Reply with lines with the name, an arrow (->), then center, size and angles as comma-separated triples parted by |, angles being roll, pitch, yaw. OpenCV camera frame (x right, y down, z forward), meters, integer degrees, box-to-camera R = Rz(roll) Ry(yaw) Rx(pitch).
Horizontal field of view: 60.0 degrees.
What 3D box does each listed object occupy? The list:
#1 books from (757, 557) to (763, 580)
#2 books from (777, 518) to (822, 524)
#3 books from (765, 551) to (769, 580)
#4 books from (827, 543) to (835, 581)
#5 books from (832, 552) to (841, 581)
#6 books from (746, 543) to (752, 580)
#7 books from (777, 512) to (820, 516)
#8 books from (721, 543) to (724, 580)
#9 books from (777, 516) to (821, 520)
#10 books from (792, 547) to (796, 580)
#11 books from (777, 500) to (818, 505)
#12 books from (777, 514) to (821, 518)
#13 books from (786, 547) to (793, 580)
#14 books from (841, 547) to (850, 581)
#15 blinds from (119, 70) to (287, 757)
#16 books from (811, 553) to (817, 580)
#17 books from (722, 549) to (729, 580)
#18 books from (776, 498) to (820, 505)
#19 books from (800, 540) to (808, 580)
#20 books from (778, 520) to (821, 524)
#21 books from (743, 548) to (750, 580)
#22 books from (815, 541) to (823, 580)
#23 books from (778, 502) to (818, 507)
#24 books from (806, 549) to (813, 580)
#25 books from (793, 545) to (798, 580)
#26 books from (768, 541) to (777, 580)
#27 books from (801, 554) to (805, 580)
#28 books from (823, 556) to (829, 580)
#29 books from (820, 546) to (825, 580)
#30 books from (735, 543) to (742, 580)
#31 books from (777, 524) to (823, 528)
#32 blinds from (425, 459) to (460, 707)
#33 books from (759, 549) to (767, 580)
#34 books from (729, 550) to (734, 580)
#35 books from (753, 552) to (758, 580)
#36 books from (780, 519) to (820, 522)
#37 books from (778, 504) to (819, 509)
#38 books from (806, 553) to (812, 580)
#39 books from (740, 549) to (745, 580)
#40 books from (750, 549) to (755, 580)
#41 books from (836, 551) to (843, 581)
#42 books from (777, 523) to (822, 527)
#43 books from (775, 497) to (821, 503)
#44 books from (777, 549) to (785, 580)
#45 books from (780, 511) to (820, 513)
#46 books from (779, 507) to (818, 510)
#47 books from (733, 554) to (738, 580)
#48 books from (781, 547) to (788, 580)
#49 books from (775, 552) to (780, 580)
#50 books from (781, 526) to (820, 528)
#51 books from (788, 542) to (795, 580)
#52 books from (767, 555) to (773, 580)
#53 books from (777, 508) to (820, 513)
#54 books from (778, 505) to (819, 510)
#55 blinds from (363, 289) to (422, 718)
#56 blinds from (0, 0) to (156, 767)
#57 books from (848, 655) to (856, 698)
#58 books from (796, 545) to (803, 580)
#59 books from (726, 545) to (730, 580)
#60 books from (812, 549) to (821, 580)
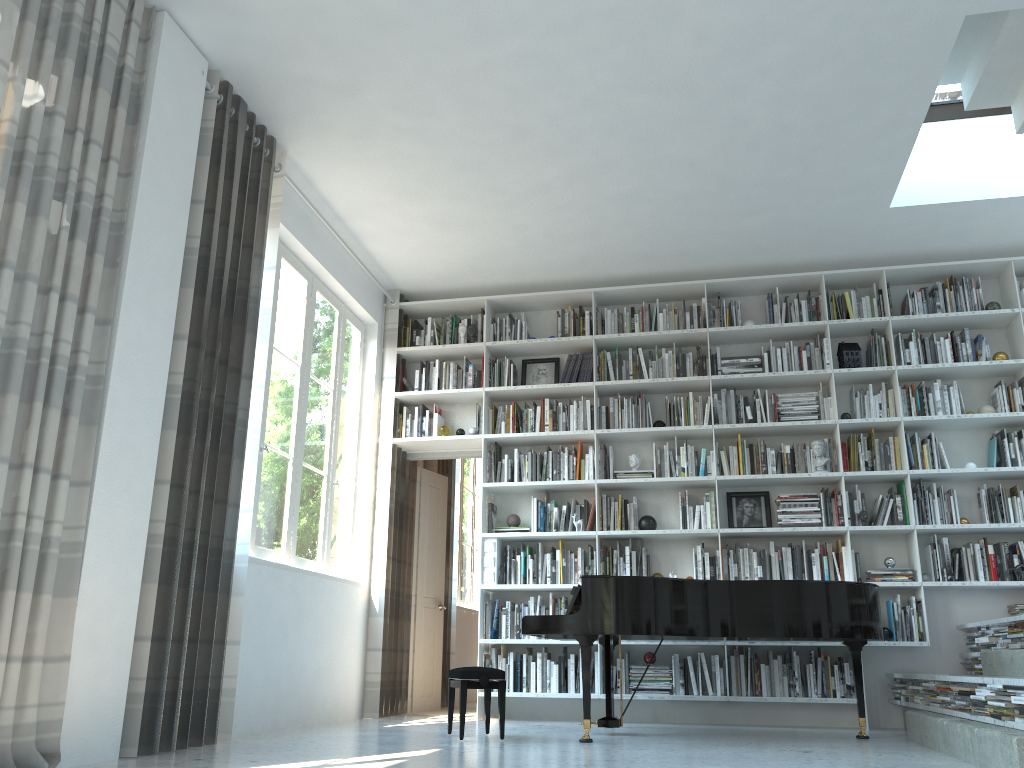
books -> 1.708, 1.297, 6.122 | 0.029, 0.183, 0.175 | -3, -18, 12
books -> 2.002, 0.954, 6.190 | 0.285, 0.012, 0.160 | -3, -18, 12
books -> 1.760, 1.277, 6.135 | 0.013, 0.229, 0.139 | -3, -17, 12
books -> 2.168, 1.235, 6.055 | 0.026, 0.271, 0.175 | -3, -17, 12
books -> 2.199, 1.259, 6.029 | 0.042, 0.211, 0.169 | -3, -17, 12
books -> 1.646, 1.256, 6.157 | 0.013, 0.281, 0.167 | -3, -17, 12
books -> 2.000, 0.916, 6.189 | 0.285, 0.012, 0.160 | -5, -18, 16
books -> 1.472, 1.269, 6.211 | 0.012, 0.284, 0.160 | -3, -17, 12
books -> 2.001, 0.942, 6.191 | 0.285, 0.012, 0.160 | -3, -18, 13
books -> 1.939, 1.260, 6.109 | 0.011, 0.251, 0.159 | -3, -17, 12
books -> 2.001, 0.836, 6.216 | 0.254, 0.012, 0.161 | -2, -18, 8
books -> 2.001, 0.930, 6.192 | 0.285, 0.012, 0.160 | -4, -18, 13
books -> 1.904, 1.260, 6.098 | 0.026, 0.244, 0.192 | -3, -17, 12
books -> 2.257, 1.238, 6.018 | 0.033, 0.245, 0.177 | -3, -17, 12
blinds -> -1.474, 0.065, 4.370 | 0.140, 3.220, 0.778 | -3, -17, 12
books -> 2.059, 1.271, 6.061 | 0.023, 0.203, 0.168 | -3, -17, 12
books -> 1.492, 1.287, 6.198 | 0.029, 0.243, 0.154 | -3, -17, 12
books -> 2.002, 0.825, 6.224 | 0.285, 0.012, 0.160 | -4, -18, 13
books -> 2.006, 1.231, 6.089 | 0.012, 0.295, 0.178 | -3, -17, 12
books -> 1.999, 0.973, 6.172 | 0.285, 0.012, 0.160 | -5, -18, 16
books -> 1.627, 1.275, 6.159 | 0.027, 0.245, 0.180 | -3, -17, 12
books -> 2.103, 1.230, 6.076 | 0.014, 0.292, 0.138 | -3, -17, 12
books -> 2.002, 0.848, 6.215 | 0.254, 0.012, 0.161 | -2, -18, 9
books -> 2.044, 1.261, 6.080 | 0.014, 0.234, 0.154 | -3, -17, 12
books -> 1.948, 1.252, 6.098 | 0.010, 0.260, 0.182 | -3, -17, 12
books -> 1.803, 1.246, 6.136 | 0.026, 0.290, 0.152 | -3, -17, 12
books -> 1.991, 1.280, 6.088 | 0.021, 0.202, 0.128 | -3, -17, 12
books -> 2.131, 1.276, 6.038 | 0.023, 0.182, 0.169 | -3, -18, 12
books -> 2.118, 1.249, 6.075 | 0.014, 0.255, 0.145 | -3, -17, 12
books -> 1.583, 1.264, 6.197 | 0.027, 0.289, 0.141 | -3, -17, 12
books -> 1.999, 0.995, 6.165 | 0.285, 0.012, 0.160 | -2, -18, 7
blinds -> -0.653, 1.245, 8.087 | 0.140, 3.220, 0.778 | -3, -17, 12
books -> 1.738, 1.272, 6.131 | 0.029, 0.237, 0.166 | -3, -17, 12
books -> 1.526, 1.285, 6.172 | 0.027, 0.233, 0.168 | -3, -17, 12
books -> 1.684, 1.284, 6.136 | 0.023, 0.216, 0.175 | -3, -17, 12
books -> 1.999, 0.961, 6.176 | 0.254, 0.012, 0.161 | -2, -18, 7
books -> 2.001, 0.859, 6.209 | 0.254, 0.012, 0.161 | -2, -18, 8
books -> 2.023, 1.272, 6.070 | 0.024, 0.206, 0.183 | -3, -18, 12
books -> 1.606, 1.281, 6.181 | 0.024, 0.247, 0.132 | -3, -17, 12
books -> 1.667, 1.279, 6.165 | 0.021, 0.243, 0.142 | -3, -17, 12
books -> 2.225, 1.256, 6.026 | 0.011, 0.216, 0.166 | -3, -17, 12
books -> 2.001, 0.987, 6.178 | 0.285, 0.012, 0.160 | -3, -18, 11
books -> 2.001, 0.812, 6.221 | 0.285, 0.012, 0.160 | -2, -18, 7
books -> 1.854, 1.270, 6.119 | 0.031, 0.236, 0.159 | -3, -17, 12
books -> 2.000, 0.905, 6.193 | 0.254, 0.012, 0.161 | -2, -18, 7
books -> 2.001, 0.883, 6.204 | 0.254, 0.012, 0.161 | -4, -18, 14
books -> 1.554, 1.299, 6.175 | 0.024, 0.207, 0.170 | -3, -17, 12
books -> 1.885, 1.265, 6.130 | 0.025, 0.253, 0.136 | -3, -17, 12
books -> 1.829, 1.281, 6.129 | 0.025, 0.220, 0.140 | -3, -17, 12
books -> 2.000, 1.009, 6.168 | 0.254, 0.012, 0.161 | -4, -18, 13
books -> 1.929, 1.246, 6.122 | 0.014, 0.285, 0.135 | -3, -17, 12
books -> 1.775, 1.289, 6.115 | 0.023, 0.196, 0.165 | -3, -17, 12
books -> 2.000, 0.893, 6.196 | 0.285, 0.012, 0.160 | -5, -18, 16
books -> 2.001, 0.871, 6.208 | 0.254, 0.012, 0.161 | -2, -18, 9
blinds -> -0.896, 0.894, 6.984 | 0.140, 3.220, 0.778 | -3, -17, 12
blinds -> -1.745, -0.350, 3.129 | 0.183, 3.250, 1.029 | -3, -17, 11
books -> 2.236, 1.901, 5.764 | 0.038, 0.268, 0.278 | -3, -18, 12
books -> 1.965, 1.247, 6.088 | 0.028, 0.263, 0.162 | -3, -17, 12
books -> 1.510, 1.269, 6.192 | 0.011, 0.274, 0.146 | -3, -17, 12
books -> 2.082, 1.255, 6.060 | 0.023, 0.233, 0.175 | -3, -17, 12
